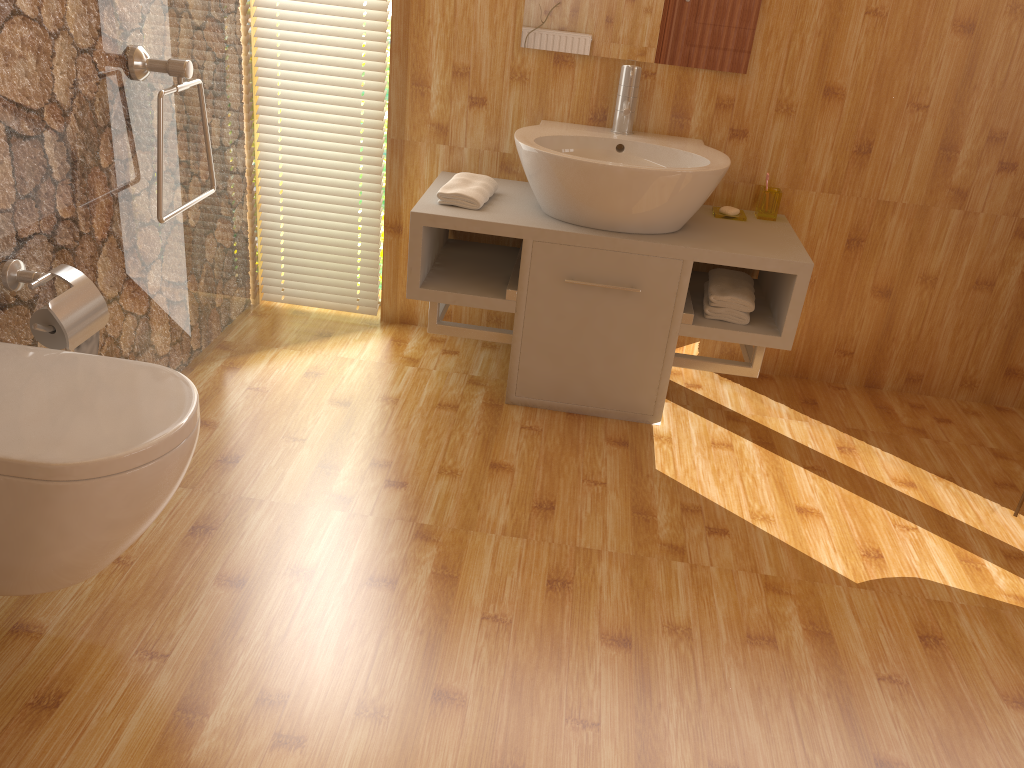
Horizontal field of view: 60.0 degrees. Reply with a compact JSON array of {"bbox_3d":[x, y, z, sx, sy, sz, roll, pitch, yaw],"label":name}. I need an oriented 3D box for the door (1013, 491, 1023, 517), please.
[{"bbox_3d":[1.808,-0.726,2.270,0.983,2.147,0.077,-19,36,-40],"label":"door"}]

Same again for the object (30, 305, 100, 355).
[{"bbox_3d":[-0.923,-0.104,1.838,0.090,0.151,0.098,8,27,3],"label":"object"}]

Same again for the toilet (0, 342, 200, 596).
[{"bbox_3d":[-0.817,0.175,1.594,0.507,0.337,0.371,8,27,3],"label":"toilet"}]

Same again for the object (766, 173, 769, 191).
[{"bbox_3d":[0.799,-0.601,2.786,0.012,0.132,0.063,22,31,29],"label":"object"}]

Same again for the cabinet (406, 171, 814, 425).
[{"bbox_3d":[0.271,-0.263,2.821,1.136,0.570,0.517,8,27,3],"label":"cabinet"}]

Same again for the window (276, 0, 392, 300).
[{"bbox_3d":[1.181,-1.057,2.776,3.964,2.164,0.010,8,27,3],"label":"window"}]

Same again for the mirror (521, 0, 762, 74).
[{"bbox_3d":[0.398,-1.229,2.615,0.698,0.523,0.005,8,27,3],"label":"mirror"}]

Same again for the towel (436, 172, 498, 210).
[{"bbox_3d":[-0.133,-0.585,2.676,0.140,0.048,0.225,10,27,8],"label":"towel"}]

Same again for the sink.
[{"bbox_3d":[0.322,-0.695,2.594,0.634,0.409,0.533,8,27,3],"label":"sink"}]

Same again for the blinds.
[{"bbox_3d":[-0.589,-1.249,2.738,0.420,2.178,0.042,8,27,3],"label":"blinds"}]

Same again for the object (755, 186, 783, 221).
[{"bbox_3d":[0.813,-0.572,2.814,0.060,0.093,0.060,8,27,3],"label":"object"}]

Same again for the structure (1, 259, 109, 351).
[{"bbox_3d":[-0.939,-0.168,1.800,0.154,0.151,0.170,8,27,3],"label":"structure"}]

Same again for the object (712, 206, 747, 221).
[{"bbox_3d":[0.689,-0.540,2.814,0.100,0.010,0.100,8,27,3],"label":"object"}]

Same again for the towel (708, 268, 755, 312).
[{"bbox_3d":[0.668,-0.288,2.694,0.140,0.048,0.225,10,27,8],"label":"towel"}]

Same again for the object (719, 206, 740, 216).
[{"bbox_3d":[0.690,-0.549,2.813,0.050,0.023,0.075,26,33,34],"label":"object"}]

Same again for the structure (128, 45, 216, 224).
[{"bbox_3d":[-0.862,-0.637,2.223,0.133,0.387,0.332,8,27,3],"label":"structure"}]

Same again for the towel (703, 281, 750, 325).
[{"bbox_3d":[0.655,-0.252,2.704,0.140,0.048,0.225,10,27,8],"label":"towel"}]
